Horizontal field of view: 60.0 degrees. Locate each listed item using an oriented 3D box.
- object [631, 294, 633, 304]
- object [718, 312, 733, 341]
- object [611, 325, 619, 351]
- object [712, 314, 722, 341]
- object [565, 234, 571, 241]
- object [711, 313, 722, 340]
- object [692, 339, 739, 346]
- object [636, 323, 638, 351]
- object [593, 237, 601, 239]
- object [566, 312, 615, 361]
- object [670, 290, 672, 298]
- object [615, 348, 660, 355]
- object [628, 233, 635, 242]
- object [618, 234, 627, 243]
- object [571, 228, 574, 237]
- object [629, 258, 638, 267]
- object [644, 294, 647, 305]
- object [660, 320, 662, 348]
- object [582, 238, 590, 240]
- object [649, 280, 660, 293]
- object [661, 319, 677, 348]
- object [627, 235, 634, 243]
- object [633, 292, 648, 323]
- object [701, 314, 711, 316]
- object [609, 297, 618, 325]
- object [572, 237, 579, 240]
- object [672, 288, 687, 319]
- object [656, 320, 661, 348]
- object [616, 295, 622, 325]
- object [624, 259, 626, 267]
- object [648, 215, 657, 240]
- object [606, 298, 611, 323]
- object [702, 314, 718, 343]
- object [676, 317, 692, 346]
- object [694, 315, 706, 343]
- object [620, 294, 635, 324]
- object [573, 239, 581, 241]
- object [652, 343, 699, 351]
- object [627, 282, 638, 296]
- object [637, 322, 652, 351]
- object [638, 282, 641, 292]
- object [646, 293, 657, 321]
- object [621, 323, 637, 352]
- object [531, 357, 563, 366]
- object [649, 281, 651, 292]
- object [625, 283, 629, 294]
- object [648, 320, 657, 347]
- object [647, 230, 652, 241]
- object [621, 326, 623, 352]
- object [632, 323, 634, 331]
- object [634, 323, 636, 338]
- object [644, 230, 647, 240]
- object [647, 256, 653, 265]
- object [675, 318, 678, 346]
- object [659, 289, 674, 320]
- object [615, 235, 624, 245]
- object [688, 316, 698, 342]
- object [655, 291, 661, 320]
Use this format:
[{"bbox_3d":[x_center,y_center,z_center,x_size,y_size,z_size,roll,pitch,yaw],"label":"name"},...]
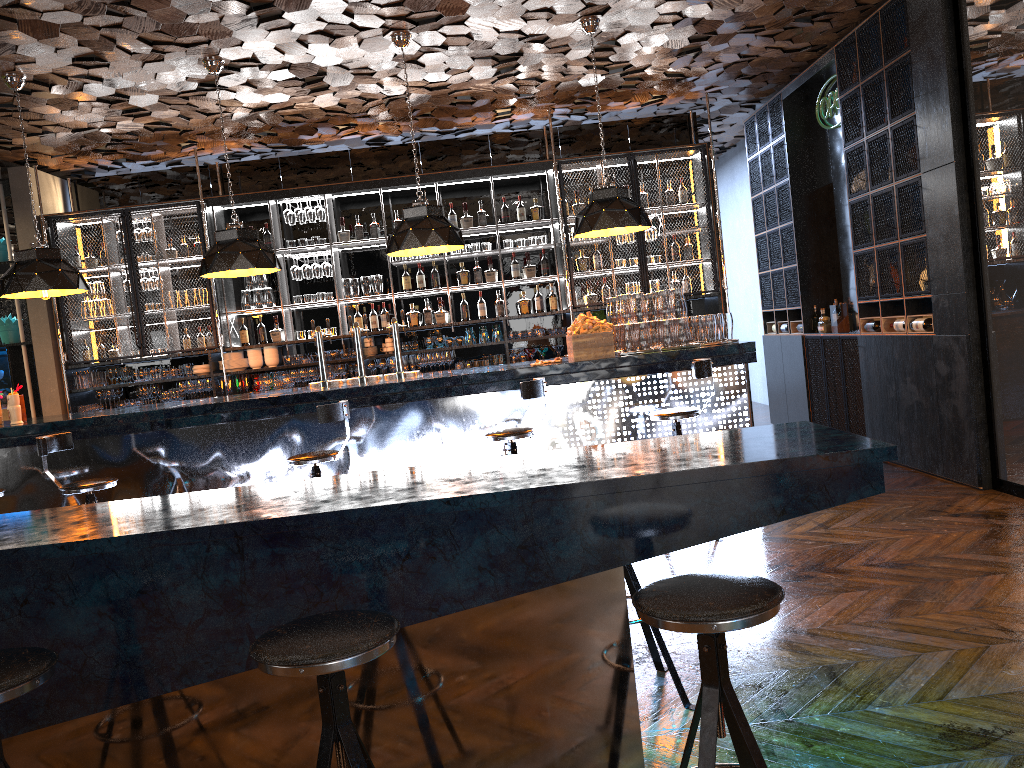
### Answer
[{"bbox_3d":[0.909,-0.547,6.380,0.105,0.209,0.105,-5,4,24],"label":"object"},{"bbox_3d":[1.510,-0.396,6.257,0.105,0.209,0.105,-8,4,-26],"label":"object"},{"bbox_3d":[0.791,-0.339,6.654,0.105,0.209,0.105,-5,4,24],"label":"object"},{"bbox_3d":[1.459,-0.397,6.376,0.105,0.209,0.105,-5,4,24],"label":"object"},{"bbox_3d":[0.558,-1.501,9.138,0.089,0.092,0.089,-3,5,44],"label":"object"},{"bbox_3d":[1.508,-0.410,6.505,0.105,0.209,0.105,-5,4,24],"label":"object"},{"bbox_3d":[1.443,-0.300,6.386,0.273,0.019,0.437,-7,3,-1],"label":"object"},{"bbox_3d":[0.933,-0.337,6.332,0.105,0.209,0.105,-5,4,24],"label":"object"},{"bbox_3d":[0.870,-1.535,9.123,0.089,0.092,0.089,-9,4,-40],"label":"object"},{"bbox_3d":[0.561,-0.350,6.322,0.340,0.332,0.464,-6,3,2],"label":"object"},{"bbox_3d":[1.190,-0.580,6.394,0.105,0.209,0.105,-5,4,24],"label":"object"},{"bbox_3d":[0.883,-0.235,6.352,0.273,0.019,0.437,-7,3,-1],"label":"object"},{"bbox_3d":[1.235,-1.586,9.102,0.092,0.244,0.092,-7,3,-7],"label":"object"},{"bbox_3d":[1.126,-1.574,9.100,0.092,0.244,0.092,-7,3,-7],"label":"object"},{"bbox_3d":[0.652,-1.558,9.103,0.089,0.092,0.089,-5,4,24],"label":"object"},{"bbox_3d":[1.260,-1.256,9.186,0.089,0.092,0.089,-6,3,0],"label":"object"},{"bbox_3d":[1.054,-0.590,6.833,0.105,0.209,0.105,-5,4,24],"label":"object"},{"bbox_3d":[1.105,-0.356,6.337,0.105,0.209,0.105,-5,4,24],"label":"object"},{"bbox_3d":[0.761,-1.523,9.133,0.089,0.092,0.089,-5,4,24],"label":"object"},{"bbox_3d":[1.476,-0.968,9.147,0.105,0.209,0.105,-7,3,-16],"label":"object"},{"bbox_3d":[1.096,-0.349,6.222,0.105,0.209,0.105,-5,4,24],"label":"object"},{"bbox_3d":[1.230,-1.595,9.267,0.092,0.244,0.092,-7,3,-7],"label":"object"},{"bbox_3d":[0.900,-0.539,6.262,0.105,0.209,0.105,-5,4,24],"label":"object"},{"bbox_3d":[1.486,-0.419,6.704,0.105,0.209,0.105,-8,4,-26],"label":"object"},{"bbox_3d":[0.786,-0.552,6.702,0.105,0.209,0.105,-5,4,24],"label":"object"},{"bbox_3d":[0.655,-1.532,9.105,0.089,0.092,0.089,-5,4,24],"label":"object"},{"bbox_3d":[1.181,-0.572,6.277,0.105,0.209,0.105,-5,4,24],"label":"object"},{"bbox_3d":[1.101,-0.363,6.456,0.105,0.209,0.105,-5,4,24],"label":"object"},{"bbox_3d":[0.798,-0.534,6.372,0.105,0.209,0.105,-5,4,24],"label":"object"},{"bbox_3d":[1.144,-1.245,9.227,0.089,0.092,0.089,-9,4,-34],"label":"object"},{"bbox_3d":[1.436,-1.609,9.107,0.092,0.244,0.092,-7,3,-7],"label":"object"},{"bbox_3d":[0.774,-0.557,6.818,0.105,0.209,0.105,-5,4,24],"label":"object"},{"bbox_3d":[1.403,-0.384,6.267,0.105,0.209,0.105,-8,4,-26],"label":"object"},{"bbox_3d":[1.206,-0.362,6.237,0.105,0.209,0.105,-5,4,24],"label":"object"},{"bbox_3d":[1.394,-0.396,6.495,0.105,0.209,0.105,-5,4,24],"label":"object"},{"bbox_3d":[0.810,-0.529,6.256,0.105,0.209,0.105,-5,4,24],"label":"object"},{"bbox_3d":[0.657,-1.510,9.106,0.089,0.092,0.089,-5,4,24],"label":"object"},{"bbox_3d":[1.164,-0.267,6.367,0.273,0.019,0.437,-7,3,-1],"label":"object"},{"bbox_3d":[1.249,-0.942,9.139,0.105,0.209,0.105,-7,3,-16],"label":"object"},{"bbox_3d":[0.925,-0.329,6.223,0.105,0.209,0.105,-5,4,24],"label":"object"},{"bbox_3d":[1.367,-0.959,9.204,0.105,0.209,0.105,-7,3,-16],"label":"object"},{"bbox_3d":[1.066,-0.584,6.717,0.105,0.209,0.105,-5,4,24],"label":"object"},{"bbox_3d":[0.815,-0.316,6.207,0.105,0.209,0.105,-5,4,24],"label":"object"},{"bbox_3d":[0.233,-0.154,6.227,0.198,0.045,0.377,-4,4,37],"label":"object"},{"bbox_3d":[1.485,-0.975,9.255,0.105,0.209,0.105,-7,3,-16],"label":"object"},{"bbox_3d":[1.239,-0.947,9.254,0.105,0.209,0.105,-7,3,-16],"label":"object"},{"bbox_3d":[1.072,-0.372,6.669,0.105,0.209,0.105,-5,4,24],"label":"object"},{"bbox_3d":[1.432,-1.618,9.271,0.092,0.244,0.092,-7,3,-7],"label":"object"},{"bbox_3d":[0.824,-0.324,6.323,0.105,0.209,0.105,-5,4,24],"label":"object"},{"bbox_3d":[0.901,-0.352,6.669,0.105,0.209,0.105,-5,4,24],"label":"object"},{"bbox_3d":[0.937,-0.344,6.455,0.105,0.209,0.105,-5,4,24],"label":"object"},{"bbox_3d":[1.333,-1.597,9.104,0.092,0.244,0.092,-7,3,-7],"label":"object"},{"bbox_3d":[1.403,-1.269,9.128,0.089,0.092,0.089,-7,3,-17],"label":"object"},{"bbox_3d":[1.213,-0.369,6.347,0.105,0.209,0.105,-5,4,24],"label":"object"},{"bbox_3d":[1.091,-0.561,6.270,0.105,0.209,0.105,-5,4,24],"label":"object"},{"bbox_3d":[1.121,-1.583,9.265,0.092,0.244,0.092,-7,3,-7],"label":"object"},{"bbox_3d":[1.379,-0.407,6.714,0.105,0.209,0.105,-8,4,-26],"label":"object"},{"bbox_3d":[1.078,-0.567,6.387,0.105,0.209,0.105,-5,4,24],"label":"object"}]
